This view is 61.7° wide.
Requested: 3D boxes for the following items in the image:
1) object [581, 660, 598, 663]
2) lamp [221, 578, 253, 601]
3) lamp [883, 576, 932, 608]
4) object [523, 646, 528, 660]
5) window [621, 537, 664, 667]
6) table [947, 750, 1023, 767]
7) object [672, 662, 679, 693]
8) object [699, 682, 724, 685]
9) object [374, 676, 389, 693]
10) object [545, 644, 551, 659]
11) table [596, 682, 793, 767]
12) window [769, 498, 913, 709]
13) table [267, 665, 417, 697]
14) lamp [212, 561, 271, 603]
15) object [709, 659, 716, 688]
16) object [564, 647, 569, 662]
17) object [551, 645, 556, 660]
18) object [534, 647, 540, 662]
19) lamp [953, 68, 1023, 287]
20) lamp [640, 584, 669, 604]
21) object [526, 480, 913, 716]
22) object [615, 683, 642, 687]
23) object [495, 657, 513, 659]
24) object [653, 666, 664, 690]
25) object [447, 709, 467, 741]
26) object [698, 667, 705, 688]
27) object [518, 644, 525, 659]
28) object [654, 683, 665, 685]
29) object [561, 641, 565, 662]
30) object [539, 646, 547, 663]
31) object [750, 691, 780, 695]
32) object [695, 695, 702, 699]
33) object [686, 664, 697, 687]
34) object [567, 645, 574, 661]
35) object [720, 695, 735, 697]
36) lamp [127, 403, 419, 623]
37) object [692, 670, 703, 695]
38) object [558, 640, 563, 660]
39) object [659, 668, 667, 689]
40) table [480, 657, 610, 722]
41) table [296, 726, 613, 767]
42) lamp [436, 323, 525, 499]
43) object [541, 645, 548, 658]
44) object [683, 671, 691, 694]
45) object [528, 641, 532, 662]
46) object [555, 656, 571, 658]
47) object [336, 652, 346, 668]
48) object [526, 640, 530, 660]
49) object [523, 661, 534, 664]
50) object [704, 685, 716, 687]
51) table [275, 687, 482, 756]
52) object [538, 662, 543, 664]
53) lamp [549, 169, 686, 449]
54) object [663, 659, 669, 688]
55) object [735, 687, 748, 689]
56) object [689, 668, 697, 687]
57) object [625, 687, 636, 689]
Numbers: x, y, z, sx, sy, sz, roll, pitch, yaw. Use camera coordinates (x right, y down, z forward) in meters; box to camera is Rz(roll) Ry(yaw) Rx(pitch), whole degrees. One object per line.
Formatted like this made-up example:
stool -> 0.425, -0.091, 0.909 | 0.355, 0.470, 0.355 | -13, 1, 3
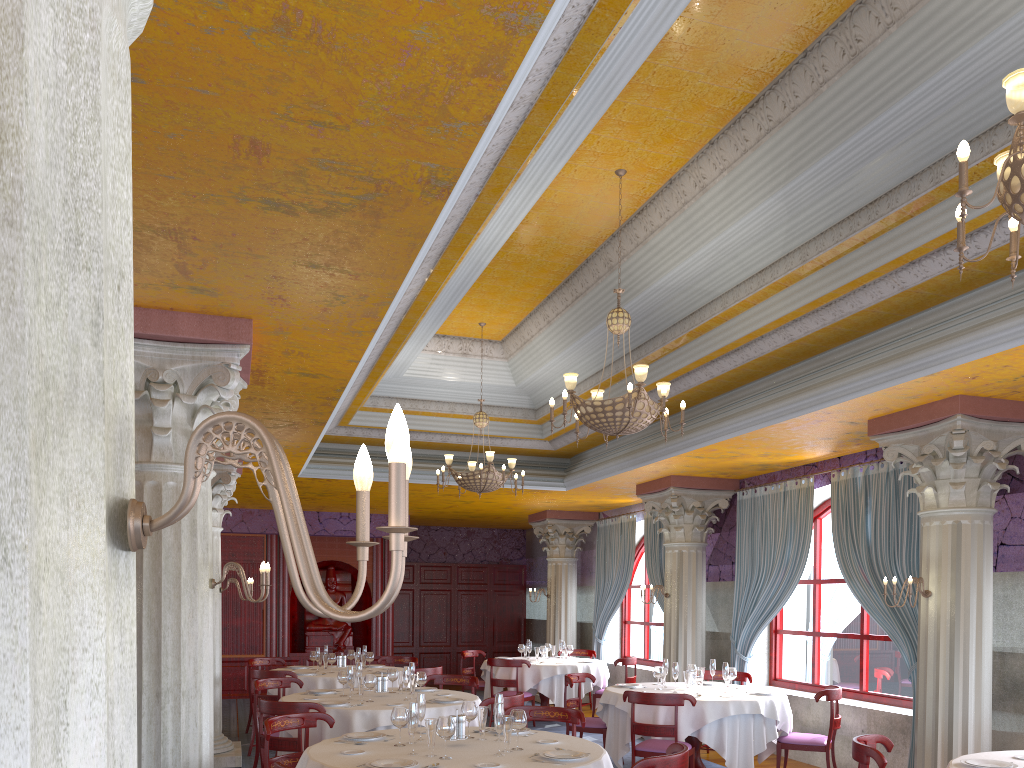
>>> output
object -> 1.236, 4.466, 13.769 | 0.314, 0.024, 0.321 | 5, -15, -17
lamp -> -3.267, 2.445, 10.208 | 0.384, 0.271, 0.346 | 6, -10, -30
lamp -> 3.456, 1.820, 7.492 | 0.384, 0.271, 0.346 | 6, -10, -30
object -> 0.223, 4.476, 14.260 | 0.086, 0.236, 0.086 | 1, -1, -38
window -> 2.724, 3.621, 14.708 | 0.160, 2.514, 3.646 | 0, -9, -18
table -> 3.572, 2.728, 4.862 | 2.085, 0.943, 2.144 | 4, -12, -17
object -> 1.772, 3.183, 9.285 | 0.074, 0.334, 0.074 | 1, 0, -4
object -> 2.381, 3.587, 10.250 | 0.314, 0.024, 0.321 | 5, -15, -17
object -> -1.324, 3.027, 8.697 | 0.145, 0.210, 0.072 | 4, -3, -38
object -> 0.605, 4.529, 14.507 | 0.122, 0.262, 0.123 | 1, -2, -27
table -> 2.031, 3.906, 9.575 | 2.085, 0.943, 2.144 | 4, -12, -17
window -> 4.203, 2.491, 10.185 | 0.160, 2.514, 3.646 | 0, -9, -18
table -> -2.347, 4.422, 11.780 | 2.085, 0.943, 2.144 | 4, -12, -17
lamp -> -1.784, 1.310, 5.669 | 0.384, 0.271, 0.346 | 6, -10, -30
object -> 2.306, 3.329, 9.839 | 0.074, 0.334, 0.074 | 0, 0, -27
object -> 0.879, 4.407, 13.962 | 0.086, 0.236, 0.086 | 1, -1, -38
object -> 0.700, 4.526, 14.439 | 0.086, 0.236, 0.086 | 0, -1, 7
object -> 0.403, 4.357, 13.783 | 0.086, 0.236, 0.086 | 1, -1, -38
lamp -> 2.089, -1.582, 2.972 | 0.960, 2.164, 0.965 | 0, -2, 27
lamp -> 1.987, 2.943, 11.987 | 0.384, 0.271, 0.346 | 6, -10, -30
object -> 4.384, 2.038, 7.400 | 2.096, 3.543, 29.877 | 1, -14, -18
object -> 1.352, 3.491, 9.908 | 0.317, 0.024, 0.319 | -12, -19, 40
object -> -0.135, 4.627, 14.456 | 0.314, 0.024, 0.321 | 5, -15, -17
object -> 1.642, 3.301, 9.616 | 0.122, 0.262, 0.123 | 1, -2, -4
object -> -0.373, 2.300, 5.788 | 0.145, 0.210, 0.072 | 4, -3, -38
object -> 2.187, 3.389, 9.891 | 0.086, 0.236, 0.086 | 0, -1, 7
object -> 0.156, 4.438, 14.164 | 0.122, 0.262, 0.123 | 1, -2, -4
object -> 1.768, 3.578, 10.205 | 0.158, 0.009, 0.163 | -2, -14, 12
object -> 0.829, 4.328, 13.843 | 0.074, 0.334, 0.074 | 1, 0, 18
object -> 0.499, 4.327, 13.715 | 0.122, 0.262, 0.123 | -1, -2, 41
object -> 2.723, 3.330, 9.221 | 0.314, 0.024, 0.321 | 5, -15, -17
object -> 1.896, 3.222, 8.816 | 0.055, 0.019, 0.262 | -7, -16, 30
object -> 2.091, 3.392, 9.959 | 0.122, 0.262, 0.123 | 1, -2, -27
object -> 0.947, 4.418, 14.058 | 0.122, 0.262, 0.123 | 1, -2, -4
object -> 2.250, 3.263, 8.943 | 0.159, 0.009, 0.163 | -5, -15, 21
lamp -> -0.303, 0.179, 1.141 | 0.384, 0.271, 0.346 | 6, -10, -30
object -> 1.985, 3.191, 9.167 | 0.122, 0.262, 0.123 | -1, -2, 41
object -> 0.819, 4.465, 14.387 | 0.074, 0.334, 0.074 | 1, 0, 18
object -> 1.710, 3.339, 9.712 | 0.086, 0.236, 0.086 | 1, -1, -16
table -> 0.544, 5.042, 14.123 | 2.085, 0.943, 2.144 | 4, -12, -17
table -> -0.365, 2.907, 5.717 | 2.085, 0.943, 2.144 | 4, -12, -17
lamp -> -0.378, 0.304, 10.518 | 0.960, 2.164, 0.965 | 0, -2, 27
object -> 0.536, 4.435, 14.195 | 0.145, 0.210, 0.072 | 4, -3, -38
object -> 1.890, 3.220, 9.235 | 0.086, 0.236, 0.086 | 0, -1, 7
object -> 0.285, 4.320, 13.833 | 0.074, 0.334, 0.074 | 1, 0, 18
object -> 0.894, 4.723, 14.798 | 0.314, 0.024, 0.321 | 5, -15, -17
object -> -2.355, 3.815, 11.851 | 0.145, 0.210, 0.072 | 4, -3, -38
object -> 0.275, 4.458, 14.377 | 0.074, 0.334, 0.074 | 1, 0, 18
object -> 0.207, 4.370, 13.427 | 0.314, 0.024, 0.321 | 5, -15, -17
object -> 2.321, 3.544, 10.057 | 0.139, 0.010, 0.030 | -7, -15, 29
table -> -1.316, 3.634, 8.626 | 2.085, 0.943, 2.144 | 4, -12, -17
object -> 0.410, 4.359, 13.364 | 0.055, 0.019, 0.262 | -7, -16, 30
lamp -> 0.846, -0.632, 6.776 | 0.960, 2.164, 0.965 | 0, -2, 27
object -> 1.762, 3.321, 9.829 | 0.074, 0.334, 0.074 | 1, 0, 41
object -> 2.641, 3.487, 9.815 | 0.160, 0.009, 0.162 | -8, -17, 31
object -> 2.023, 3.299, 9.647 | 0.145, 0.210, 0.072 | 4, -3, -38
object -> 1.289, 3.441, 9.705 | 0.258, 0.019, 0.056 | -8, -15, 31
